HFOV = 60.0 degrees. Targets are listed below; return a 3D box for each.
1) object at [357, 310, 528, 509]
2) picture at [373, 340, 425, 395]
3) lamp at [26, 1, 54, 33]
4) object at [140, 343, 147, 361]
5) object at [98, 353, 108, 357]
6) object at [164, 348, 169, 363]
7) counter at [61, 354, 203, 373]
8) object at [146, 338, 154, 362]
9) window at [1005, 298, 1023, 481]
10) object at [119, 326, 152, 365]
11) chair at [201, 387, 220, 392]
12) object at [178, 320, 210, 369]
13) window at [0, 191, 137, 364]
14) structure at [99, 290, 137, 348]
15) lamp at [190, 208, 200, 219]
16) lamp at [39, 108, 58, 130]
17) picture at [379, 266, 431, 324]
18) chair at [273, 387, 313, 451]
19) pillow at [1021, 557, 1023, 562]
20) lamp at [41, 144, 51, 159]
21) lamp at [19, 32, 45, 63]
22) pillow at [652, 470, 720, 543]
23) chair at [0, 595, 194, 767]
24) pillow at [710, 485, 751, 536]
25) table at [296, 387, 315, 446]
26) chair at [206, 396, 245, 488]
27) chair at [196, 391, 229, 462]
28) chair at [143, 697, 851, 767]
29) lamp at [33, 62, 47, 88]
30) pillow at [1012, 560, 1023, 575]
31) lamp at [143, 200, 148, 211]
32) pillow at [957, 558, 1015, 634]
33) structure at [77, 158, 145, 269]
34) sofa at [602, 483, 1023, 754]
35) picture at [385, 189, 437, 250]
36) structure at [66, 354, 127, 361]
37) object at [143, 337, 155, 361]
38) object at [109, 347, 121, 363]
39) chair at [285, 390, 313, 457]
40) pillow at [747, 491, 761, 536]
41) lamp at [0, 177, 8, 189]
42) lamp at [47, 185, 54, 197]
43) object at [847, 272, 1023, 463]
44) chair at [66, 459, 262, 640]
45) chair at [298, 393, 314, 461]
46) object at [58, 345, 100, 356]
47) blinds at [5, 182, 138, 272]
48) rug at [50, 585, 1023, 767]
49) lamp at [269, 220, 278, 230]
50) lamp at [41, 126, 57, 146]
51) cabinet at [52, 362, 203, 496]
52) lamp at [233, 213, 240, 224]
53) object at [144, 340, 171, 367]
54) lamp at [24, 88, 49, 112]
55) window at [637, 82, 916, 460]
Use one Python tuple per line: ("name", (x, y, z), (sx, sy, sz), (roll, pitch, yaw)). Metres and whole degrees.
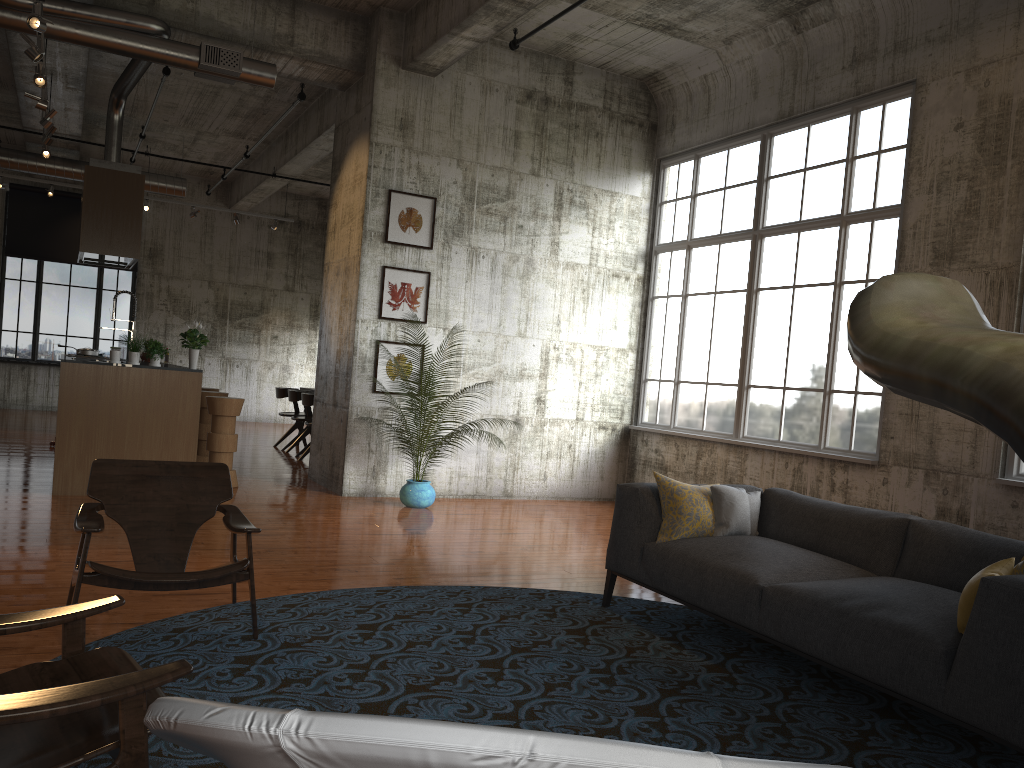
("object", (-0.751, 0.294, 9.273), (1.889, 2.065, 1.511), (5, 1, -4))
("picture", (-1.252, -0.172, 9.841), (0.556, 0.581, 0.036), (4, 2, -27))
("lamp", (-3.380, -2.614, 6.334), (0.102, 0.211, 0.260), (5, 1, 3))
("object", (-4.979, -0.451, 12.083), (0.221, 0.284, 0.210), (4, 1, -19))
("object", (-5.621, -0.397, 12.023), (0.184, 0.068, 0.391), (5, 0, 19))
("object", (-4.718, -0.391, 12.112), (0.056, 0.209, 0.056), (4, 2, -27))
("counter", (-4.581, -0.184, 10.365), (1.246, 0.174, 4.355), (5, 0, -27))
("object", (-4.735, -0.444, 11.666), (0.179, 0.311, 0.172), (4, 2, -21))
("window", (4.932, -0.845, 4.947), (0.050, 3.438, 4.276), (4, 1, -27))
("object", (-3.635, -0.376, 8.523), (0.305, 0.382, 0.362), (5, 1, 7))
("chair", (-4.224, 0.532, 12.060), (0.410, 0.964, 0.409), (6, 2, 42))
("object", (-3.155, -0.395, 8.796), (0.268, 0.503, 0.304), (5, 2, 15))
("window", (-13.055, -3.111, 17.682), (14.332, 8.574, 2.663), (5, 2, -27))
("structure", (-4.054, -0.600, 9.141), (0.361, 0.750, 0.168), (4, 2, -27))
("lamp", (-6.215, -3.341, 17.327), (0.247, 0.215, 0.102), (5, 2, 23))
("lamp", (-4.836, -2.747, 9.226), (0.165, 0.251, 0.102), (5, 2, -2))
("picture", (-1.183, -0.983, 9.813), (0.556, 0.581, 0.036), (4, 2, -27))
("chair", (-3.517, 0.581, 14.542), (0.770, 0.994, 0.877), (4, 1, -26))
("pillow", (2.383, 0.905, 3.952), (0.229, 0.371, 0.404), (4, 1, -18))
("lamp", (-5.597, -2.809, 10.655), (0.102, 0.215, 0.225), (4, 1, -31))
("lamp", (-3.778, -2.647, 7.000), (0.199, 0.228, 0.102), (4, 2, -17))
("pillow", (1.099, 0.774, 5.428), (0.537, 0.446, 0.260), (5, 2, -20))
("chair", (-1.453, 0.878, 2.384), (1.044, 0.794, 0.873), (4, 1, -37))
("pillow", (1.349, 0.779, 5.418), (0.365, 0.315, 0.170), (4, 2, -37))
("table", (-2.148, 0.691, 14.017), (1.640, 1.007, 3.696), (5, 0, -27))
("chair", (-3.164, 0.627, 9.679), (0.410, 0.964, 0.409), (6, 2, 42))
("chair", (-3.729, 0.577, 10.898), (0.410, 0.964, 0.409), (6, 2, 42))
("chair", (-0.033, 0.880, 1.336), (1.057, 1.031, 0.806), (5, 1, 12))
("lamp", (-4.098, -2.678, 7.702), (0.102, 0.241, 0.182), (4, 2, -32))
("pillow", (2.233, 0.874, 3.741), (0.537, 0.446, 0.260), (5, 2, -20))
("lamp", (-7.009, -3.409, 16.969), (0.102, 0.211, 0.260), (4, 1, -32))
("pillow", (1.926, 0.867, 3.619), (0.168, 0.319, 0.435), (6, 1, 37))
("structure", (-5.164, -2.140, 11.380), (0.664, 1.127, 1.626), (4, 1, -27))
("sofa", (1.812, 1.125, 4.677), (1.363, 0.862, 2.999), (5, 0, -25))
("picture", (-1.113, -1.810, 9.785), (0.556, 0.581, 0.036), (4, 2, -27))
("structure", (-5.360, -0.348, 11.408), (0.679, 0.019, 1.095), (5, 0, -27))
("object", (-4.848, -0.482, 11.878), (0.196, 0.368, 0.186), (5, 2, 13))
("object", (-3.794, -0.278, 8.476), (0.107, 0.158, 0.107), (5, 1, 8))
("chair", (-3.110, 0.617, 13.740), (0.770, 0.994, 0.877), (4, 1, -28))
("pillow", (1.441, 0.807, 5.594), (0.435, 0.319, 0.168), (4, 2, -28))
("lamp", (-9.135, -3.587, 15.873), (0.102, 0.211, 0.260), (5, 1, 8))
("lamp", (-8.449, -3.527, 16.242), (0.102, 0.228, 0.198), (4, 1, -17))
("object", (0.517, 0.601, 0.504), (0.728, 1.297, 0.455), (4, 2, -15))
("chair", (-1.795, 0.844, 4.575), (0.876, 0.794, 1.041), (4, 1, -26))
("chair", (-2.669, 0.657, 12.779), (0.770, 0.994, 0.877), (4, 1, -31))
("object", (-5.626, -0.431, 11.459), (0.331, 0.120, 0.729), (5, 0, 8))
("blinds", (-8.952, -3.180, 18.176), (2.445, 1.465, 0.150), (5, 2, -27))
("rug", (0.361, 1.427, 3.660), (4.841, 0.009, 4.847), (5, 0, 19))
("lamp", (-4.852, -3.227, 18.076), (0.225, 0.215, 0.102), (5, 2, 14))
("lamp", (-5.212, -2.781, 9.960), (0.165, 0.251, 0.102), (5, 2, 18))
("cabinet", (-4.628, 0.375, 10.384), (1.246, 1.244, 4.353), (4, 0, -27))
("lamp", (-5.493, -3.286, 17.690), (0.102, 0.251, 0.165), (5, 2, 18))
("object", (-3.451, -0.299, 8.598), (0.236, 0.258, 0.231), (5, 1, 11))
("lamp", (-4.498, -2.713, 8.442), (0.261, 0.211, 0.102), (4, 2, -32))
("window", (2.600, -1.053, 9.540), (0.050, 3.438, 3.844), (4, 1, -27))
